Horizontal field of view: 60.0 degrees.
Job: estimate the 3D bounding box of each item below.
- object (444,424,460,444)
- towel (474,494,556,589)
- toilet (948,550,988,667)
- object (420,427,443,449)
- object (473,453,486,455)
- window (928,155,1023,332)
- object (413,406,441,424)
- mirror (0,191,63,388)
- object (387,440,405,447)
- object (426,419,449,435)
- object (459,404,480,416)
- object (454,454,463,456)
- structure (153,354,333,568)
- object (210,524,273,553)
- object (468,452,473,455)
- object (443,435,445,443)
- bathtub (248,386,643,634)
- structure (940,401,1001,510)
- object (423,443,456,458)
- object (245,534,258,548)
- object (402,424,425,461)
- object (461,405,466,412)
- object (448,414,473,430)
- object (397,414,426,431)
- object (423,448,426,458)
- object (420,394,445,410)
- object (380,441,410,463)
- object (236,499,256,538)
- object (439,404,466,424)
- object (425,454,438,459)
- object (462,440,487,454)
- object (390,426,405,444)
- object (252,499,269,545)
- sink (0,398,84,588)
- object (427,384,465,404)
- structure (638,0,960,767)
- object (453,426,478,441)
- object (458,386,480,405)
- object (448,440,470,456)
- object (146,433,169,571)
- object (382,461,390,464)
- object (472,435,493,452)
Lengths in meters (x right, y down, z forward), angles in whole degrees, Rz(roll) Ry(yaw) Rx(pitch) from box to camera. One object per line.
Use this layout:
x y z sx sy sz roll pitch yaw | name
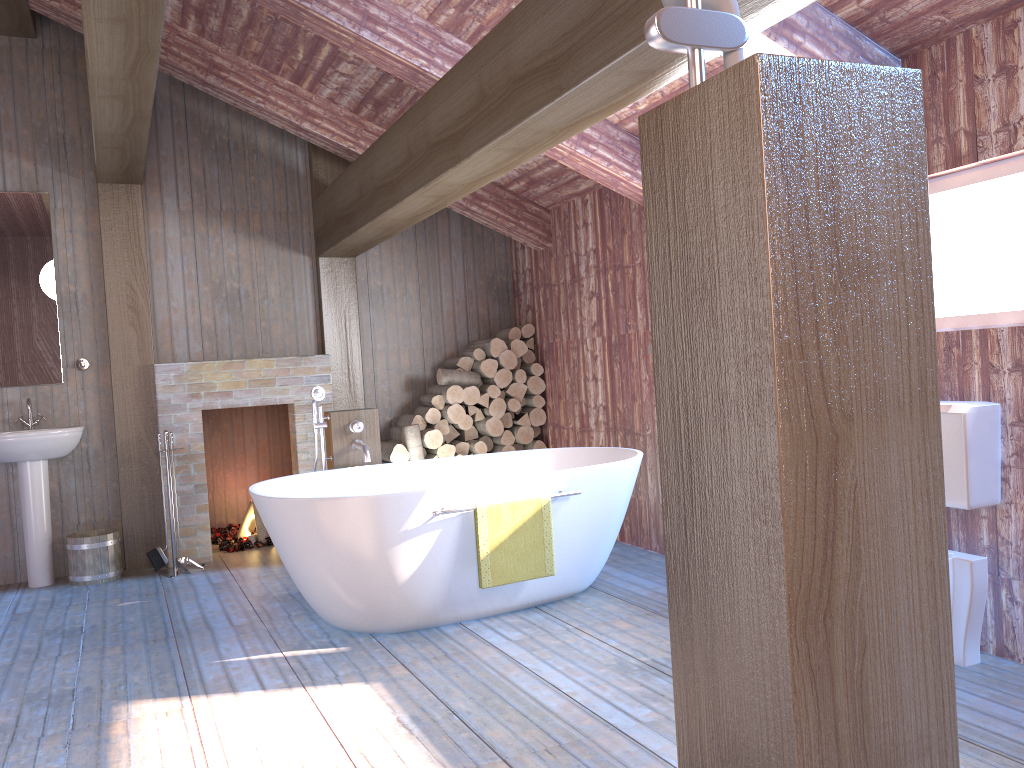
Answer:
-0.491 0.350 6.441 0.128 0.150 0.323 -4 1 -24 | object
0.015 0.682 3.860 0.370 0.361 0.032 -4 1 -28 | towel
1.332 0.800 3.107 0.534 0.400 0.375 -4 1 -23 | toilet
-0.624 0.376 6.276 0.138 0.147 0.440 -4 1 -24 | object
-0.273 0.543 6.435 0.111 0.113 0.301 -4 1 -26 | object
1.838 -0.493 2.870 0.054 0.587 1.255 -4 1 -23 | window
-0.602 0.219 6.279 0.115 0.123 0.291 -4 1 -23 | object
-3.016 -0.587 5.485 0.350 1.199 0.009 -4 1 -24 | mirror
-0.812 0.445 6.308 0.099 0.093 0.280 -4 1 -23 | object
-0.551 0.305 6.319 0.111 0.113 0.301 -4 1 -25 | object
-0.325 0.185 6.410 0.088 0.092 0.280 -4 1 -23 | object
-0.456 0.539 6.345 0.098 0.100 0.437 -4 1 -26 | object
-1.761 0.494 5.960 1.130 1.330 0.226 -4 1 -24 | structure
-1.894 1.108 6.603 0.829 0.085 0.935 -5 2 -42 | object
-0.374 0.535 6.389 0.086 0.089 0.279 -4 1 -26 | object
-0.540 0.385 6.323 0.064 0.068 0.174 -4 1 -25 | object
-0.273 0.526 4.359 1.935 1.109 1.460 -4 1 -2 | bathtub
1.552 0.248 3.203 0.182 0.363 0.358 -4 1 -23 | structure
-0.543 0.479 6.328 0.139 0.148 0.458 -4 1 -24 | object
-1.783 1.093 6.313 0.085 0.084 0.278 -3 1 23 | object
-0.671 0.425 6.067 0.147 0.298 0.109 -4 1 -21 | object
-0.388 0.181 6.365 0.057 0.061 0.156 -4 1 -25 | object
-0.385 0.267 6.379 0.115 0.123 0.291 -4 1 -23 | object
-0.714 0.272 6.281 0.114 0.113 0.301 -4 1 -26 | object
-0.713 0.479 6.336 0.121 0.124 0.291 -4 1 -23 | object
-0.565 0.126 6.313 0.106 0.112 0.282 -4 1 -23 | object
-0.855 0.475 6.182 0.139 0.137 0.455 -4 1 -26 | object
-1.897 0.990 6.434 0.221 0.306 0.121 -4 1 3 | object
-0.479 0.209 6.339 0.141 0.143 0.437 -4 1 -26 | object
-0.651 0.581 6.288 0.155 0.174 0.483 -4 1 -26 | object
-0.313 0.450 6.412 0.098 0.100 0.437 -4 1 -26 | object
-0.780 0.360 6.325 0.108 0.113 0.302 -4 1 -24 | object
-1.784 0.929 6.304 0.098 0.434 0.283 -4 1 -26 | object
-2.864 0.655 5.314 0.582 1.143 0.475 -4 1 -25 | sink
-0.478 0.072 6.347 0.135 0.145 0.439 -4 1 -24 | object
0.362 0.001 1.275 0.328 2.209 0.522 -4 1 -3 | structure
-0.355 0.355 6.504 0.104 0.127 0.321 -4 1 -23 | object
-0.373 0.078 6.394 0.138 0.147 0.440 -4 1 -24 | object
-0.409 0.461 6.375 0.114 0.120 0.303 -4 1 -23 | object
-2.196 0.725 5.444 0.136 0.846 0.062 -5 2 -43 | object
-0.847 0.605 6.172 0.137 0.133 0.437 -4 1 -26 | object
-0.253 0.434 6.549 0.116 0.118 0.289 -4 1 -26 | object
